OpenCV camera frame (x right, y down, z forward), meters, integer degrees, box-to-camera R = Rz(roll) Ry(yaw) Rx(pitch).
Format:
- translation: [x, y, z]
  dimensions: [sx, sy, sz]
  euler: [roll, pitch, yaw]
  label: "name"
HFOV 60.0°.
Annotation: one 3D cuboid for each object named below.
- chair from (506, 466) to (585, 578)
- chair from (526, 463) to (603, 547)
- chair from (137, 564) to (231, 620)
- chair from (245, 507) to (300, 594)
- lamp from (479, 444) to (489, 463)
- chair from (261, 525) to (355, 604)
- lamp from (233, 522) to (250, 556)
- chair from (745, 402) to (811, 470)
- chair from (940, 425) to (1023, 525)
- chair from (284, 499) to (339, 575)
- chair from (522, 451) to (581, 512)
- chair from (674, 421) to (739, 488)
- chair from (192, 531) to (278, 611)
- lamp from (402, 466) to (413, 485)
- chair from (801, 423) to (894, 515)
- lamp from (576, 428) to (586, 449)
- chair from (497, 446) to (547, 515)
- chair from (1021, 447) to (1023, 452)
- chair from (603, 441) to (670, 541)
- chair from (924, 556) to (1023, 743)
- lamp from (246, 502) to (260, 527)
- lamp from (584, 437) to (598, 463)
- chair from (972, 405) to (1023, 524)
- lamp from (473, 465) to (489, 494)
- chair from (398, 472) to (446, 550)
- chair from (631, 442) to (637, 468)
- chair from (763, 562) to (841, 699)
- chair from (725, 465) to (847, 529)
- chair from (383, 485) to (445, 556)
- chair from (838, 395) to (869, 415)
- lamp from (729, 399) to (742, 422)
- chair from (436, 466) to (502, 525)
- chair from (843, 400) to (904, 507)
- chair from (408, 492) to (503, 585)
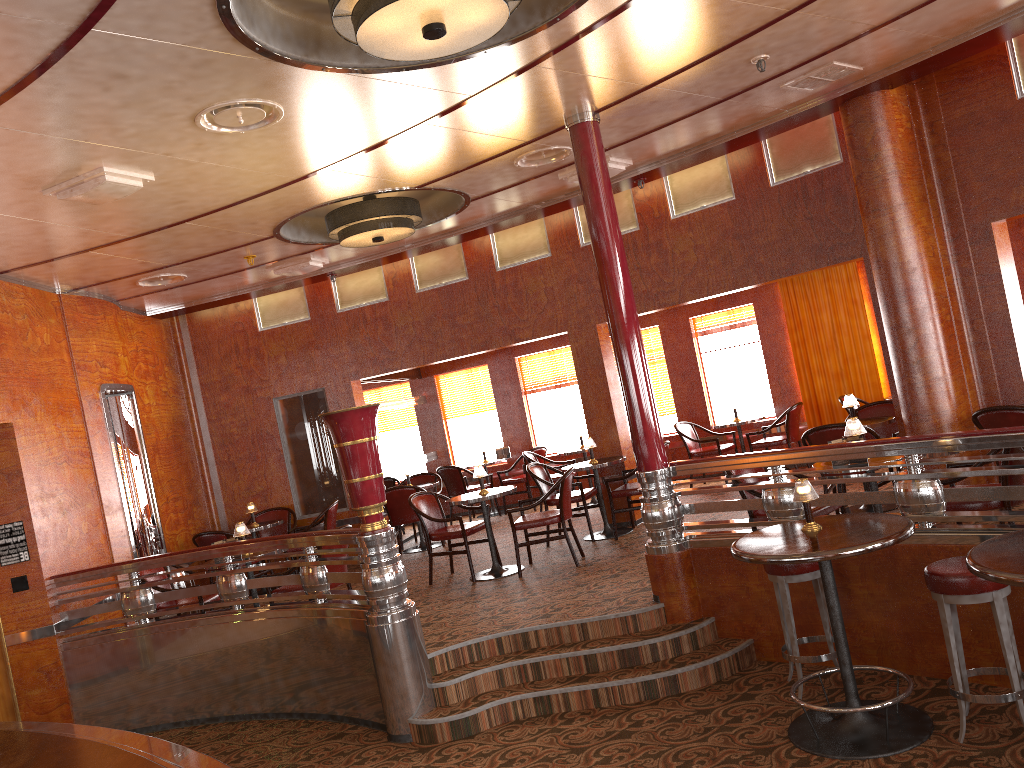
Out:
- translation: [0.319, 1.166, 7.669]
  dimensions: [0.615, 0.817, 0.587]
  euler: [-12, -1, 11]
  label: "chair"
- translation: [0.524, 1.145, 8.819]
  dimensions: [0.616, 0.817, 0.587]
  euler: [-12, -1, 21]
  label: "chair"
- translation: [-2.596, 1.746, 7.012]
  dimensions: [0.615, 0.817, 0.587]
  euler: [-12, -1, 6]
  label: "chair"
- translation: [-2.641, 1.807, 9.822]
  dimensions: [0.587, 0.817, 0.615]
  euler: [-11, -1, -4]
  label: "chair"
- translation: [-0.382, 0.943, 12.096]
  dimensions: [0.130, 0.250, 0.130]
  euler: [-11, 0, -20]
  label: "lamp"
- translation: [-1.446, 1.506, 6.651]
  dimensions: [0.616, 0.817, 0.587]
  euler: [-12, -1, 21]
  label: "chair"
- translation: [-2.084, 1.194, 6.863]
  dimensions: [0.130, 0.250, 0.130]
  euler: [-12, 0, 16]
  label: "lamp"
- translation: [3.064, 0.652, 10.096]
  dimensions: [0.616, 0.817, 0.587]
  euler: [-12, -1, 36]
  label: "chair"
- translation: [2.664, 0.639, 4.955]
  dimensions: [0.587, 0.817, 0.616]
  euler: [-11, -1, -44]
  label: "chair"
- translation: [-2.059, 1.680, 9.365]
  dimensions: [0.615, 0.817, 0.588]
  euler: [-11, -1, 1]
  label: "chair"
- translation: [0.509, 1.189, 11.067]
  dimensions: [0.615, 0.817, 0.587]
  euler: [-12, -1, 11]
  label: "chair"
- translation: [2.322, 0.812, 10.583]
  dimensions: [0.616, 0.817, 0.587]
  euler: [-12, -1, 36]
  label: "chair"
- translation: [-2.816, 1.826, 8.934]
  dimensions: [0.588, 0.817, 0.615]
  euler: [-12, -1, 21]
  label: "chair"
- translation: [-1.213, 1.079, 10.305]
  dimensions: [0.131, 0.250, 0.130]
  euler: [-12, 0, 34]
  label: "lamp"
- translation: [2.667, 0.676, 7.001]
  dimensions: [0.588, 0.817, 0.614]
  euler: [-12, -1, 36]
  label: "chair"
- translation: [0.857, 0.671, 10.994]
  dimensions: [0.131, 0.250, 0.130]
  euler: [-12, 0, 34]
  label: "lamp"
- translation: [0.216, 1.262, 11.813]
  dimensions: [0.616, 0.817, 0.587]
  euler: [-12, -1, 44]
  label: "chair"
- translation: [2.946, 0.572, 4.388]
  dimensions: [0.587, 0.817, 0.616]
  euler: [-11, -1, -19]
  label: "chair"
- translation: [1.261, 0.987, 8.391]
  dimensions: [0.616, 0.817, 0.587]
  euler: [-12, -1, 26]
  label: "chair"
- translation: [2.099, 1.175, 3.963]
  dimensions: [0.350, 0.755, 0.350]
  euler: [-12, 0, 27]
  label: "chair"
- translation: [-2.733, 1.370, 9.333]
  dimensions: [0.131, 0.250, 0.130]
  euler: [-12, 0, 34]
  label: "lamp"
- translation: [0.774, 0.646, 8.693]
  dimensions: [0.131, 0.250, 0.130]
  euler: [-12, -1, 43]
  label: "lamp"
- translation: [3.470, 0.493, 5.874]
  dimensions: [0.614, 0.817, 0.588]
  euler: [-11, -1, -29]
  label: "chair"
- translation: [-0.276, 0.844, 7.849]
  dimensions: [0.131, 0.250, 0.130]
  euler: [-12, 0, 34]
  label: "lamp"
- translation: [-1.094, 1.509, 10.735]
  dimensions: [0.588, 0.817, 0.615]
  euler: [-12, -1, 6]
  label: "chair"
- translation: [1.383, 1.009, 10.946]
  dimensions: [0.615, 0.817, 0.587]
  euler: [-12, -1, 11]
  label: "chair"
- translation: [1.624, 1.289, 4.876]
  dimensions: [0.350, 0.755, 0.350]
  euler: [-12, 0, 2]
  label: "chair"
- translation: [1.767, 0.836, 5.726]
  dimensions: [0.587, 0.817, 0.616]
  euler: [-11, -1, -44]
  label: "chair"
- translation: [-1.137, 1.501, 9.835]
  dimensions: [0.588, 0.817, 0.615]
  euler: [-12, -1, 6]
  label: "chair"
- translation: [3.863, 0.477, 9.396]
  dimensions: [0.616, 0.817, 0.587]
  euler: [-12, -1, 36]
  label: "chair"
- translation: [2.599, 0.305, 10.329]
  dimensions: [0.130, 0.250, 0.130]
  euler: [-11, 0, -22]
  label: "lamp"
- translation: [-0.611, 1.429, 11.753]
  dimensions: [0.588, 0.817, 0.614]
  euler: [-12, -1, 44]
  label: "chair"
- translation: [3.186, 0.584, 7.721]
  dimensions: [0.588, 0.817, 0.614]
  euler: [-12, -1, 41]
  label: "chair"
- translation: [-0.549, 1.349, 8.035]
  dimensions: [0.616, 0.817, 0.587]
  euler: [-12, -1, 26]
  label: "chair"
